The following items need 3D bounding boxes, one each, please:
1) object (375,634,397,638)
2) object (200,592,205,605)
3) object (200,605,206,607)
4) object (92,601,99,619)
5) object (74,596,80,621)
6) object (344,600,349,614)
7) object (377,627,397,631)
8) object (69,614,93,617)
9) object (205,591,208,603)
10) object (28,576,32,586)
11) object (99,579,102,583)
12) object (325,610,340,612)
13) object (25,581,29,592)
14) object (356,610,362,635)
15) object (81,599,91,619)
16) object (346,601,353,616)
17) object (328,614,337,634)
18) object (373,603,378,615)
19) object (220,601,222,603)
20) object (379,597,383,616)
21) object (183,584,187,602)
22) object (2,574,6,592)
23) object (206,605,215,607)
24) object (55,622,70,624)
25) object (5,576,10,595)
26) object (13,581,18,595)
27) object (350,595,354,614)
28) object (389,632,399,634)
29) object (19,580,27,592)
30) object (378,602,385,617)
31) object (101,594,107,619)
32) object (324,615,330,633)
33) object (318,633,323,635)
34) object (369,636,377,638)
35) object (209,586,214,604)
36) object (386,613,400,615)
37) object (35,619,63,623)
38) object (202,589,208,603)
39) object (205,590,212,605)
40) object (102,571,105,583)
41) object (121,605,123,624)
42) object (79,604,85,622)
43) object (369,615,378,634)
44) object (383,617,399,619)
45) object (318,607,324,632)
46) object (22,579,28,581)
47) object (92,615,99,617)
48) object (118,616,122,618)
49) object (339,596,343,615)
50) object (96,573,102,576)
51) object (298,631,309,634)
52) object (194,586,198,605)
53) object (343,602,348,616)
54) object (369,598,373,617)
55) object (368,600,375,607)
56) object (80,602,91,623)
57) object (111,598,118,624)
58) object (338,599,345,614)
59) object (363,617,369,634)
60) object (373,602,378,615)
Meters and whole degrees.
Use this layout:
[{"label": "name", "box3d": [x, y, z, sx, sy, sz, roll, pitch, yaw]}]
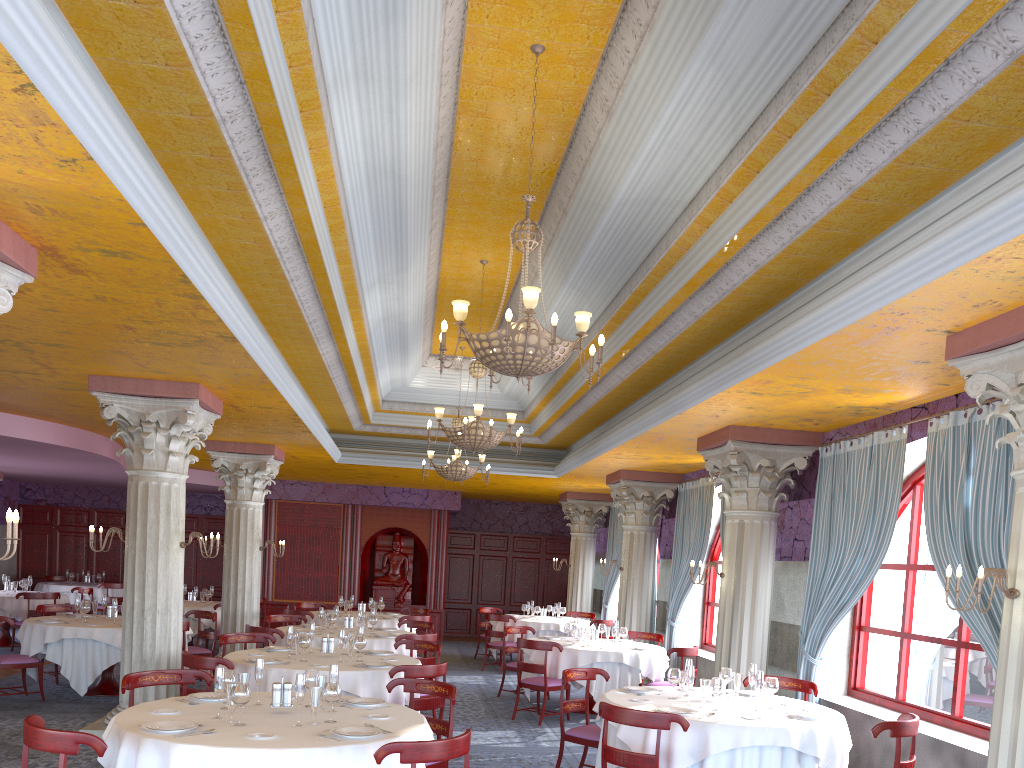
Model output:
[{"label": "object", "box3d": [-1.683, 3.356, 11.396, 0.313, 0.024, 0.318, 5, -12, -6]}, {"label": "object", "box3d": [-5.596, 3.872, 15.464, 0.085, 0.239, 0.085, 4, 2, 18]}, {"label": "object", "box3d": [-5.420, 3.914, 15.081, 0.232, 0.013, 0.028, -6, -13, 38]}, {"label": "object", "box3d": [-5.677, 3.080, 11.656, 0.085, 0.239, 0.086, 5, 2, 41]}, {"label": "object", "box3d": [-5.698, 2.940, 11.225, 0.073, 0.338, 0.074, 5, 3, 30]}, {"label": "object", "box3d": [-2.964, 3.998, 15.354, 0.085, 0.239, 0.085, 4, 2, 18]}, {"label": "object", "box3d": [-1.816, 3.571, 12.469, 0.312, 0.024, 0.320, -2, -13, 23]}, {"label": "object", "box3d": [-5.994, 3.222, 11.922, 0.313, 0.024, 0.318, 5, -12, -6]}, {"label": "object", "box3d": [-5.678, 3.971, 15.965, 0.085, 0.239, 0.086, 5, 2, 41]}, {"label": "object", "box3d": [-8.919, 3.717, 15.854, 0.074, 0.338, 0.073, 2, 3, -15]}, {"label": "object", "box3d": [-9.777, 4.648, 20.351, 0.086, 0.239, 0.085, 2, 2, -27]}, {"label": "object", "box3d": [-3.282, 4.140, 15.620, 0.312, 0.024, 0.319, -4, -14, 33]}, {"label": "object", "box3d": [-9.028, 3.775, 15.930, 0.085, 0.239, 0.085, 4, 2, 18]}, {"label": "object", "box3d": [-2.059, 3.211, 11.539, 0.073, 0.338, 0.074, 5, 3, 30]}, {"label": "object", "box3d": [-5.761, 3.045, 11.575, 0.122, 0.266, 0.122, 3, 1, 7]}, {"label": "object", "box3d": [-2.801, 3.872, 14.767, 0.123, 0.266, 0.121, 3, 1, -15]}, {"label": "object", "box3d": [-2.410, 3.214, 11.479, 0.123, 0.266, 0.121, 3, 1, -15]}, {"label": "object", "box3d": [-2.380, 3.944, 14.936, 0.085, 0.239, 0.085, 4, 2, 18]}, {"label": "object", "box3d": [-5.423, 4.157, 16.284, 0.313, 0.024, 0.318, 5, -12, -6]}, {"label": "object", "box3d": [-2.354, 3.985, 15.362, 0.073, 0.338, 0.074, 5, 3, 30]}, {"label": "object", "box3d": [-6.104, 3.903, 15.985, 0.073, 0.338, 0.074, 5, 3, 30]}, {"label": "object", "box3d": [-9.454, 3.706, 15.949, 0.074, 0.338, 0.073, 2, 3, -15]}, {"label": "object", "box3d": [-5.290, 3.943, 15.211, 0.313, 0.024, 0.318, 5, -12, -6]}, {"label": "object", "box3d": [-5.675, 3.000, 10.748, 0.054, 0.020, 0.261, -6, -15, 42]}, {"label": "object", "box3d": [-9.016, 3.601, 15.319, 0.074, 0.338, 0.073, 2, 3, -15]}, {"label": "object", "box3d": [-8.946, 3.676, 15.428, 0.086, 0.239, 0.085, 3, 2, -4]}, {"label": "object", "box3d": [-2.889, 3.975, 15.457, 0.073, 0.338, 0.074, 5, 3, 30]}, {"label": "object", "box3d": [-1.647, 3.490, 11.993, 0.158, 0.009, 0.162, -4, -14, 33]}, {"label": "object", "box3d": [-8.860, 3.684, 15.508, 0.122, 0.266, 0.122, 3, 1, 7]}, {"label": "object", "box3d": [-2.294, 3.952, 15.016, 0.123, 0.266, 0.121, 3, 1, -15]}, {"label": "object", "box3d": [-5.601, 3.057, 11.760, 0.073, 0.338, 0.074, 5, 3, 30]}, {"label": "object", "box3d": [-2.491, 3.240, 11.565, 0.085, 0.239, 0.085, 4, 2, 18]}, {"label": "object", "box3d": [-2.571, 3.259, 11.158, 0.054, 0.020, 0.261, -6, -15, 42]}, {"label": "object", "box3d": [-1.814, 3.328, 11.265, 0.232, 0.013, 0.028, -6, -13, 38]}, {"label": "object", "box3d": [-5.569, 3.913, 15.890, 0.073, 0.338, 0.074, 5, 3, 30]}, {"label": "object", "box3d": [-2.208, 4.229, 15.757, 0.316, 0.024, 0.316, 9, -13, -26]}, {"label": "object", "box3d": [-5.861, 3.008, 10.849, 0.313, 0.024, 0.318, 5, -12, -6]}, {"label": "object", "box3d": [-5.757, 3.971, 16.049, 0.122, 0.266, 0.122, 3, 1, 7]}, {"label": "object", "box3d": [-5.510, 3.880, 15.544, 0.123, 0.266, 0.121, 3, 1, -15]}, {"label": "object", "box3d": [-9.668, 4.590, 20.275, 0.074, 0.338, 0.073, 2, 3, -15]}, {"label": "object", "box3d": [-5.093, 3.026, 11.239, 0.085, 0.239, 0.085, 4, 2, 18]}, {"label": "object", "box3d": [-5.594, 2.981, 11.155, 0.086, 0.239, 0.085, 2, 2, -27]}, {"label": "object", "box3d": [-1.903, 3.294, 11.728, 0.123, 0.266, 0.121, 3, 1, -38]}, {"label": "object", "box3d": [-2.075, 4.015, 14.683, 0.313, 0.024, 0.318, 5, -12, -6]}, {"label": "object", "box3d": [-2.594, 3.200, 11.634, 0.074, 0.338, 0.073, 2, 3, -15]}, {"label": "object", "box3d": [-9.108, 3.775, 16.014, 0.123, 0.266, 0.121, 3, 1, -15]}, {"label": "object", "box3d": [-5.864, 3.263, 12.053, 0.232, 0.013, 0.028, -6, -13, 38]}, {"label": "object", "box3d": [-5.528, 3.300, 12.134, 0.160, 0.009, 0.160, 9, -13, -26]}, {"label": "object", "box3d": [-2.985, 3.859, 14.922, 0.073, 0.338, 0.074, 5, 3, 30]}, {"label": "object", "box3d": [-9.857, 4.648, 20.435, 0.121, 0.266, 0.123, 4, 1, 30]}, {"label": "object", "box3d": [-2.757, 3.267, 11.259, 0.313, 0.024, 0.318, 5, -12, -6]}, {"label": "object", "box3d": [-5.666, 3.797, 15.355, 0.073, 0.338, 0.074, 5, 3, 30]}, {"label": "object", "box3d": [-2.882, 3.899, 14.853, 0.086, 0.239, 0.085, 2, 2, -27]}, {"label": "object", "box3d": [-2.451, 3.869, 14.827, 0.073, 0.338, 0.074, 5, 3, 30]}, {"label": "object", "box3d": [-2.542, 4.043, 15.522, 0.123, 0.266, 0.121, 3, 1, -15]}, {"label": "object", "box3d": [-5.513, 2.954, 11.069, 0.122, 0.266, 0.122, 3, 1, 7]}, {"label": "object", "box3d": [-5.163, 2.951, 11.130, 0.073, 0.338, 0.074, 5, 3, 30]}, {"label": "object", "box3d": [-3.049, 3.963, 15.273, 0.123, 0.266, 0.121, 3, 1, -15]}, {"label": "object", "box3d": [-1.989, 3.286, 11.649, 0.085, 0.239, 0.085, 4, 2, 18]}, {"label": "object", "box3d": [-2.462, 4.043, 15.438, 0.086, 0.239, 0.085, 3, 2, -4]}]
